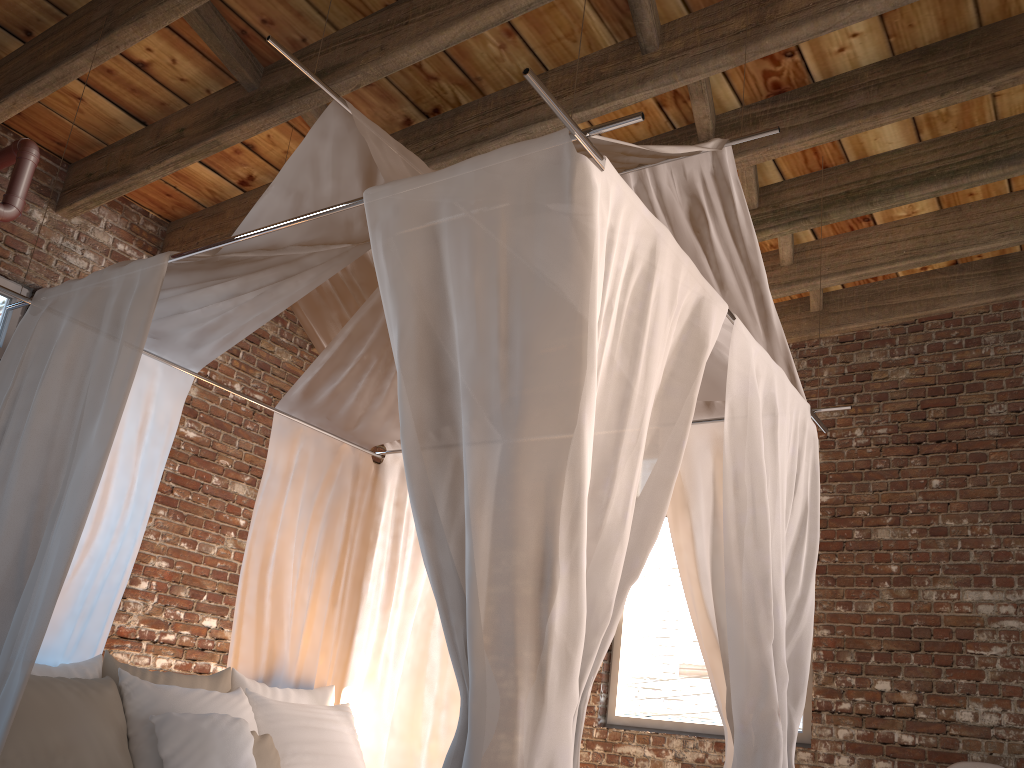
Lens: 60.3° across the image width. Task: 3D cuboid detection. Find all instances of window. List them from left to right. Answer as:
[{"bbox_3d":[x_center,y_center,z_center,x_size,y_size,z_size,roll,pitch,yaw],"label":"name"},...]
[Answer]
[{"bbox_3d":[-2.898,0.120,3.671,0.166,1.807,1.386,-5,-22,33],"label":"window"},{"bbox_3d":[1.199,1.194,5.343,1.304,1.807,0.177,-6,-21,33],"label":"window"}]

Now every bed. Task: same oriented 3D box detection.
[{"bbox_3d":[-0.324,0.063,3.202,2.647,3.796,2.574,-6,-22,33],"label":"bed"}]

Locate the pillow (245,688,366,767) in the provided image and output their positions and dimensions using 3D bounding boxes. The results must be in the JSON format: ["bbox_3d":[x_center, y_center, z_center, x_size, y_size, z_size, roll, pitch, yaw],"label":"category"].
[{"bbox_3d":[-0.847,1.551,3.752,0.290,0.423,0.648,-6,-23,34],"label":"pillow"}]

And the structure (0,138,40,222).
[{"bbox_3d":[-2.964,-0.111,2.930,0.572,3.387,2.059,-5,-21,33],"label":"structure"}]

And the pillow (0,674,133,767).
[{"bbox_3d":[-1.492,1.122,2.807,0.355,0.405,0.631,-5,-23,30],"label":"pillow"}]

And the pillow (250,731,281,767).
[{"bbox_3d":[-0.974,1.426,3.315,0.161,0.228,0.297,-5,-23,32],"label":"pillow"}]

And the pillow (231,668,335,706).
[{"bbox_3d":[-1.004,1.532,3.867,0.206,0.487,0.650,-5,-23,33],"label":"pillow"}]

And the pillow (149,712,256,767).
[{"bbox_3d":[-1.076,1.312,3.111,0.213,0.284,0.397,-10,-25,41],"label":"pillow"}]

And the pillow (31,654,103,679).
[{"bbox_3d":[-1.650,1.112,2.920,0.197,0.482,0.652,-5,-23,33],"label":"pillow"}]

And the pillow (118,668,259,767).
[{"bbox_3d":[-1.165,1.302,3.285,0.346,0.394,0.630,-5,-23,31],"label":"pillow"}]

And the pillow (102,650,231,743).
[{"bbox_3d":[-1.334,1.309,3.392,0.207,0.483,0.651,-5,-23,33],"label":"pillow"}]

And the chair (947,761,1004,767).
[{"bbox_3d":[1.998,2.095,3.801,0.533,0.877,0.591,-5,-22,33],"label":"chair"}]
